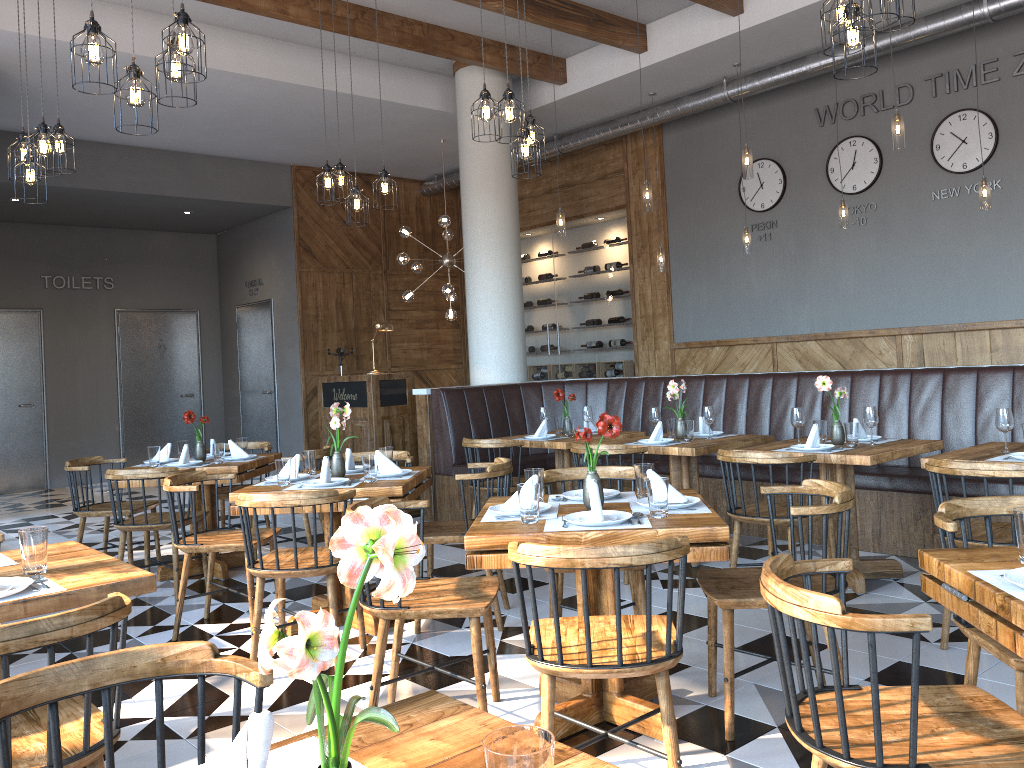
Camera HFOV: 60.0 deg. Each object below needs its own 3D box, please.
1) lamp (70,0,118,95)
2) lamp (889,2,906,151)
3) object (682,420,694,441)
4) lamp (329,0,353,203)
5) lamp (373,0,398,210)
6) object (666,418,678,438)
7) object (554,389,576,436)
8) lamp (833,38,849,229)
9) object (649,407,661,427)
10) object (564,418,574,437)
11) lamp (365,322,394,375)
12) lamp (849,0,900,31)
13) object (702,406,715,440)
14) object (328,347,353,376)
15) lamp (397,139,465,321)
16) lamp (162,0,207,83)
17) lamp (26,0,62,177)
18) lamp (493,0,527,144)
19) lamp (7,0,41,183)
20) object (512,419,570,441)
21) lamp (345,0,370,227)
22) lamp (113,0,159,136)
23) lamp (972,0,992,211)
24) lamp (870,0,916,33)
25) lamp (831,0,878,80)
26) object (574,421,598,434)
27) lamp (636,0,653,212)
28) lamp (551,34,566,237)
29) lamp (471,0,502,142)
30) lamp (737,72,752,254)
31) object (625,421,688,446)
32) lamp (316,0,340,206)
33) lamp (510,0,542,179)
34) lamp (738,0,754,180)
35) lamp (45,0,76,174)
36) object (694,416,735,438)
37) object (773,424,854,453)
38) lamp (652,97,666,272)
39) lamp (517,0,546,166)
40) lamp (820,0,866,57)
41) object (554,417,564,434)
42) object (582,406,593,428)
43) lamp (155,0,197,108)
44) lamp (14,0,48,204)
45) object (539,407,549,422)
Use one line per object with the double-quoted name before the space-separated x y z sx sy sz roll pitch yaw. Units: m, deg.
"lamp" -1.851 -2.306 3.843 0.175 2.073 0.175 -3 -1 10
"lamp" 2.488 -2.519 5.831 0.078 1.966 0.078 -2 -1 -22
"object" 1.146 0.303 5.758 0.080 0.132 0.080 -3 -1 34
"lamp" -1.407 -2.493 7.068 0.175 2.073 0.175 -3 -1 3
"lamp" -1.041 -2.410 6.955 0.175 2.073 0.175 -2 -1 -30
"object" 1.088 0.301 6.018 0.080 0.132 0.080 -2 -1 -41
"object" 0.392 0.211 6.720 0.171 0.355 0.156 -4 -1 43
"lamp" 2.829 -2.327 7.695 0.078 1.966 0.078 -3 -1 -6
"object" 0.967 0.266 5.973 0.081 0.215 0.081 -4 -1 41
"object" 0.426 0.323 6.594 0.080 0.132 0.080 -3 -1 34
"lamp" -1.222 -0.198 8.202 0.170 0.757 0.445 -3 -1 25
"lamp" 1.386 -2.467 3.534 0.175 2.073 0.175 -3 -1 -13
"object" 1.284 0.254 5.773 0.081 0.215 0.081 -3 -1 -10
"object" -2.180 0.362 11.454 0.375 1.660 0.374 -3 -1 -18
"lamp" -0.784 -1.848 10.649 1.186 2.194 1.161 -3 -1 11
"lamp" -1.536 -2.426 4.046 0.175 2.073 0.175 -4 -2 44
"lamp" -2.828 -2.284 5.288 0.175 2.073 0.175 -4 -1 29
"lamp" -0.060 -2.470 5.244 0.175 2.073 0.175 -3 -1 21
"lamp" -3.124 -2.319 5.609 0.175 2.073 0.175 -2 -2 -39
"object" 0.206 0.333 6.538 0.272 0.137 0.351 -4 1 -41
"lamp" -1.245 -2.267 6.886 0.175 2.073 0.175 -3 -1 3
"lamp" -1.755 -2.184 4.043 0.175 2.073 0.175 -4 -2 44
"lamp" 3.585 -2.314 6.819 0.078 1.966 0.078 -2 -2 -33
"lamp" 1.593 -2.584 3.850 0.175 2.073 0.175 -3 -1 20
"lamp" 1.392 -2.341 3.753 0.175 2.073 0.175 -3 -1 20
"object" 0.610 0.306 6.875 0.272 0.137 0.351 -4 1 -41
"lamp" 1.093 -2.428 7.453 0.078 1.966 0.078 -4 -2 35
"lamp" 0.411 -2.350 8.247 0.078 1.966 0.078 -3 -1 -9
"lamp" -0.203 -2.522 5.399 0.175 2.073 0.175 -4 -2 33
"lamp" 2.189 -2.224 8.441 0.078 1.966 0.078 -4 -2 35
"object" 0.922 0.313 5.707 0.272 0.137 0.351 -4 1 -41
"lamp" -1.468 -2.429 6.868 0.175 2.073 0.175 -3 -1 -8
"lamp" 0.036 -2.304 5.436 0.175 2.073 0.175 -4 -2 33
"lamp" 1.732 -2.531 6.707 0.078 1.966 0.078 -3 -1 -6
"lamp" -2.924 -2.387 5.657 0.175 2.073 0.175 -2 -1 -28
"object" 1.325 0.285 6.043 0.272 0.137 0.351 -4 1 -41
"object" 1.645 0.292 4.868 0.272 0.137 0.351 -4 1 -41
"lamp" 1.507 -2.146 9.235 0.078 1.966 0.078 -3 -1 -9
"lamp" 0.077 -2.442 5.656 0.175 2.073 0.175 -3 -1 -1
"lamp" 1.425 -2.521 3.968 0.175 2.073 0.175 -3 -1 9
"object" 0.368 0.321 6.854 0.080 0.132 0.080 -2 -1 -41
"object" 0.565 0.274 6.608 0.081 0.215 0.081 -3 -1 -10
"lamp" -1.641 -2.368 4.223 0.175 2.073 0.175 -4 -2 33
"lamp" -2.987 -2.148 5.432 0.175 2.073 0.175 -2 -1 -28
"object" 0.248 0.287 6.808 0.081 0.215 0.081 -4 -1 41
